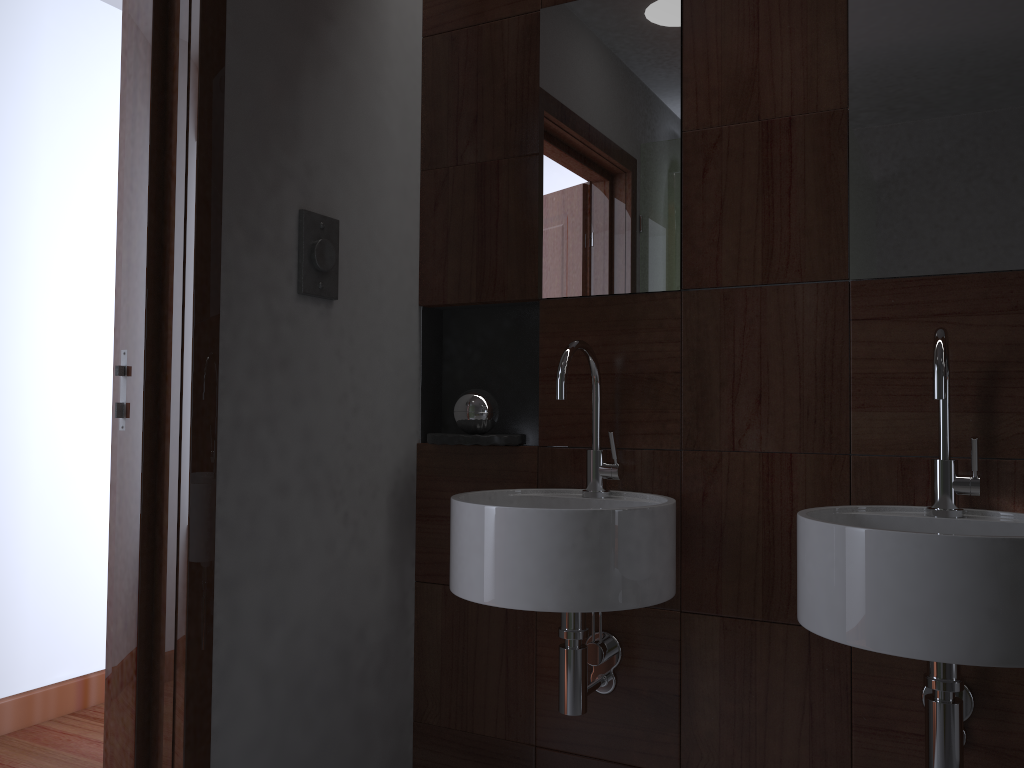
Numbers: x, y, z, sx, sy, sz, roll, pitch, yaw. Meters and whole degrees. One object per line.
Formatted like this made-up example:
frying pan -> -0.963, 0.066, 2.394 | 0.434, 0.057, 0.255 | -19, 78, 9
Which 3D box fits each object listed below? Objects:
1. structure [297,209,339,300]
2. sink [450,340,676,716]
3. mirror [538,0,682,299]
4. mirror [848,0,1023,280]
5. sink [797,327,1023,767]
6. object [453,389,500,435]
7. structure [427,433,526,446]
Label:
structure -> -0.377, -0.253, 1.746 | 0.028, 0.164, 0.109 | -1, -2, 28
sink -> 0.094, 0.269, 1.646 | 0.415, 0.715, 0.417 | -1, -2, 28
mirror -> 0.200, -0.503, 1.854 | 0.316, 0.635, 0.010 | -1, -2, 28
mirror -> 0.760, -0.508, 1.557 | 0.316, 0.635, 0.010 | -1, -2, 28
sink -> 0.652, 0.263, 1.349 | 0.415, 0.715, 0.417 | -1, -2, 28
object -> 0.471, 0.057, 1.676 | 1.350, 0.104, 0.104 | -1, -2, 28
structure -> -0.079, 0.123, 1.980 | 0.222, 0.023, 0.220 | 1, -2, -12
